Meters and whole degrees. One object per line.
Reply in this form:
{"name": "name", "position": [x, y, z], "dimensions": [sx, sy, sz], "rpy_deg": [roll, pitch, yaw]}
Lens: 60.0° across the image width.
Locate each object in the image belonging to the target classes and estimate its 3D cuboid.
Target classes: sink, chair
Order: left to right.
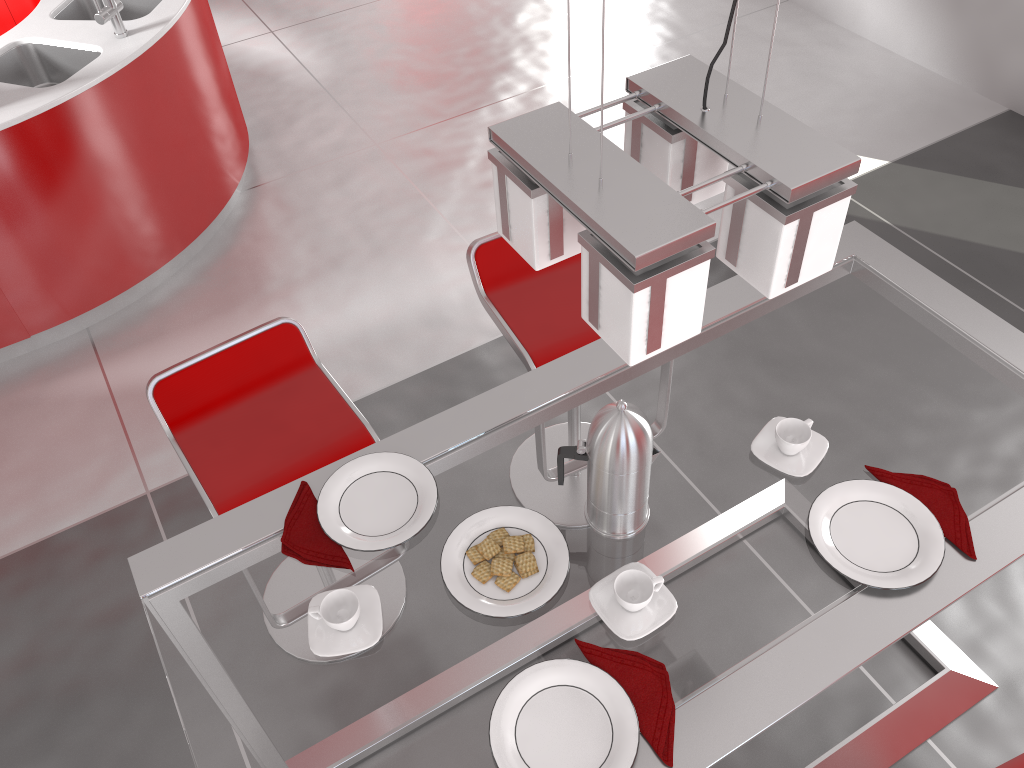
{"name": "sink", "position": [-1.687, -1.075, 3.231], "dimensions": [0.428, 0.172, 0.326], "rpy_deg": [13, 49, 16]}
{"name": "sink", "position": [-1.564, -1.423, 3.549], "dimensions": [0.428, 0.172, 0.326], "rpy_deg": [4, 47, 8]}
{"name": "chair", "position": [-0.555, 0.317, 2.302], "dimensions": [0.418, 0.857, 0.460], "rpy_deg": [-29, 51, -21]}
{"name": "chair", "position": [0.168, -0.016, 2.557], "dimensions": [0.418, 0.857, 0.460], "rpy_deg": [-21, 49, -15]}
{"name": "chair", "position": [1.052, 0.924, 1.599], "dimensions": [0.418, 0.857, 0.460], "rpy_deg": [-19, 48, -13]}

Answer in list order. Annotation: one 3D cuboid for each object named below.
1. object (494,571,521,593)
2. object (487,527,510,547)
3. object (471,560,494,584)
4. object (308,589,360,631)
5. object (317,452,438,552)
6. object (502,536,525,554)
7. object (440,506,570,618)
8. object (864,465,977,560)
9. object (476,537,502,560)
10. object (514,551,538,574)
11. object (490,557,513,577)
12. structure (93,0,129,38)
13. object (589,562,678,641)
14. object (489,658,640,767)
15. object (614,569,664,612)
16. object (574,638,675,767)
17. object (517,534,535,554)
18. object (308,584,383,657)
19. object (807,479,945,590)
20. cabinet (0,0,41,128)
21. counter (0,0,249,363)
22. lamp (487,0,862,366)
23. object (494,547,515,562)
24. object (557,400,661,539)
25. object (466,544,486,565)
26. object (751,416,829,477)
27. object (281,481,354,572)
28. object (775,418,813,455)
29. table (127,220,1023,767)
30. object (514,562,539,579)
{"name": "object", "position": [-0.008, 0.322, 1.457], "dimensions": [0.034, 0.006, 0.036], "rpy_deg": [29, 55, 28]}
{"name": "object", "position": [-0.022, 0.263, 1.514], "dimensions": [0.036, 0.006, 0.034], "rpy_deg": [-25, 50, -18]}
{"name": "object", "position": [-0.046, 0.311, 1.470], "dimensions": [0.034, 0.006, 0.036], "rpy_deg": [33, 57, 30]}
{"name": "object", "position": [-0.275, 0.367, 1.402], "dimensions": [0.078, 0.049, 0.062], "rpy_deg": [-25, 50, -18]}
{"name": "object", "position": [-0.239, 0.210, 1.580], "dimensions": [0.217, 0.015, 0.217], "rpy_deg": [2, 47, 7]}
{"name": "object", "position": [0.002, 0.271, 1.497], "dimensions": [0.036, 0.006, 0.034], "rpy_deg": [-7, 47, -2]}
{"name": "object", "position": [-0.012, 0.296, 1.480], "dimensions": [0.217, 0.015, 0.217], "rpy_deg": [3, 47, 7]}
{"name": "object", "position": [0.723, 0.197, 1.516], "dimensions": [0.095, 0.012, 0.234], "rpy_deg": [-26, 50, -19]}
{"name": "object", "position": [-0.039, 0.277, 1.494], "dimensions": [0.034, 0.006, 0.036], "rpy_deg": [-35, 53, -25]}
{"name": "object", "position": [0.023, 0.296, 1.471], "dimensions": [0.034, 0.006, 0.036], "rpy_deg": [-16, 48, -10]}
{"name": "object", "position": [-0.017, 0.302, 1.468], "dimensions": [0.036, 0.006, 0.034], "rpy_deg": [3, 47, 7]}
{"name": "structure", "position": [-1.521, -1.609, 2.942], "dimensions": [0.178, 0.920, 0.308], "rpy_deg": [7, 48, 11]}
{"name": "object", "position": [0.192, 0.348, 1.415], "dimensions": [0.119, 0.016, 0.119], "rpy_deg": [-27, 50, -20]}
{"name": "object", "position": [0.075, 0.501, 1.280], "dimensions": [0.217, 0.015, 0.217], "rpy_deg": [25, 54, 26]}
{"name": "object", "position": [0.198, 0.332, 1.396], "dimensions": [0.078, 0.049, 0.062], "rpy_deg": [5, 47, 9]}
{"name": "object", "position": [0.196, 0.448, 1.322], "dimensions": [0.095, 0.012, 0.234], "rpy_deg": [-26, 50, -19]}
{"name": "object", "position": [0.021, 0.271, 1.503], "dimensions": [0.034, 0.006, 0.036], "rpy_deg": [-9, 47, -4]}
{"name": "object", "position": [-0.267, 0.381, 1.422], "dimensions": [0.119, 0.016, 0.119], "rpy_deg": [-10, 47, -5]}
{"name": "object", "position": [0.603, 0.249, 1.474], "dimensions": [0.217, 0.015, 0.217], "rpy_deg": [-7, 47, -2]}
{"name": "cabinet", "position": [-2.439, -0.913, 3.555], "dimensions": [1.025, 0.761, 1.875], "rpy_deg": [9, 48, 13]}
{"name": "counter", "position": [-2.184, -0.974, 3.636], "dimensions": [1.868, 0.880, 2.865], "rpy_deg": [0, 47, 5]}
{"name": "lamp", "position": [0.154, -0.521, 0.749], "dimensions": [0.304, 1.025, 0.304], "rpy_deg": [-25, 50, -18]}
{"name": "object", "position": [-0.013, 0.288, 1.489], "dimensions": [0.036, 0.006, 0.034], "rpy_deg": [-12, 47, -6]}
{"name": "object", "position": [0.158, 0.130, 1.435], "dimensions": [0.149, 0.287, 0.113], "rpy_deg": [-19, 48, -13]}
{"name": "object", "position": [-0.057, 0.286, 1.495], "dimensions": [0.036, 0.006, 0.034], "rpy_deg": [-25, 50, -18]}
{"name": "object", "position": [0.503, 0.116, 1.609], "dimensions": [0.119, 0.016, 0.119], "rpy_deg": [30, 55, 28]}
{"name": "object", "position": [-0.360, 0.262, 1.542], "dimensions": [0.095, 0.012, 0.234], "rpy_deg": [-25, 50, -18]}
{"name": "object", "position": [0.509, 0.099, 1.592], "dimensions": [0.078, 0.049, 0.062], "rpy_deg": [-8, 47, -3]}
{"name": "table", "position": [0.296, 0.546, 1.918], "dimensions": [1.700, 1.000, 0.800], "rpy_deg": [-25, 50, -18]}
{"name": "object", "position": [0.024, 0.303, 1.472], "dimensions": [0.034, 0.006, 0.036], "rpy_deg": [-22, 49, -15]}
